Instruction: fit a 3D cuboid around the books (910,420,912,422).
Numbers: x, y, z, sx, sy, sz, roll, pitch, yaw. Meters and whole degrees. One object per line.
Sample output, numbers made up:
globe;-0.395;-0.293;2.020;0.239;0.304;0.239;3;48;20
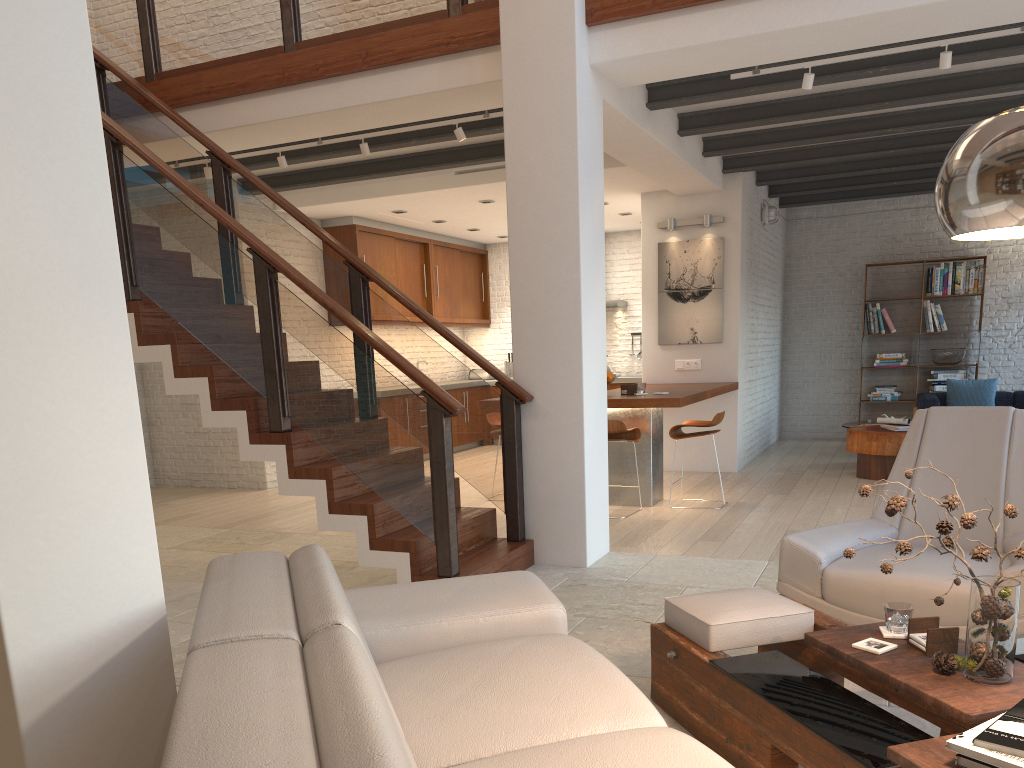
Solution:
books;4.303;0.389;9.204;0.230;0.023;0.159;-3;2;-17

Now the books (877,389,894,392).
books;4.758;0.080;11.102;0.205;0.035;0.129;-1;3;24

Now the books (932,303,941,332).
books;5.206;-0.815;10.694;0.124;0.358;0.265;3;10;24

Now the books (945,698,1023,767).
books;1.186;0.791;1.917;0.397;0.076;0.247;-4;3;-33

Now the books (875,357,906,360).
books;4.774;-0.320;10.989;0.355;0.021;0.266;-1;2;23

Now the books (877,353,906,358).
books;4.779;-0.359;10.976;0.326;0.057;0.249;-1;3;26

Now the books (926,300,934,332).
books;5.129;-0.829;10.704;0.103;0.394;0.237;3;11;24

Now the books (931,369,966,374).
books;5.380;-0.152;10.762;0.379;0.037;0.239;-1;3;24

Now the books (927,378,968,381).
books;5.374;-0.057;10.771;0.444;0.021;0.266;-1;2;24

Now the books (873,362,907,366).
books;4.763;-0.254;10.995;0.379;0.037;0.238;-1;3;19

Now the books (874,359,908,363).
books;4.769;-0.290;10.977;0.379;0.037;0.238;-2;3;18

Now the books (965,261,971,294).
books;5.464;-1.272;10.465;0.036;0.394;0.237;3;11;24

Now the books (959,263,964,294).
books;5.404;-1.257;10.495;0.020;0.369;0.264;3;10;24

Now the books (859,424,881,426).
books;3.756;0.427;8.967;0.317;0.011;0.248;-1;3;37

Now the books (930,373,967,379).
books;5.388;-0.101;10.775;0.379;0.066;0.238;-1;3;18

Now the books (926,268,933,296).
books;5.098;-1.236;10.645;0.055;0.339;0.248;3;10;24

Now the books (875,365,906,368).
books;4.775;-0.225;11.004;0.355;0.021;0.266;-1;2;24

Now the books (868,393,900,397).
books;4.742;0.135;11.108;0.379;0.037;0.239;-1;3;24

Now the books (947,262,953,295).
books;5.288;-1.267;10.532;0.036;0.394;0.237;3;11;24

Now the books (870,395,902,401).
books;4.759;0.182;11.102;0.325;0.057;0.250;-1;3;34

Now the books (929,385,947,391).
books;5.388;0.043;10.788;0.380;0.066;0.238;-2;3;11

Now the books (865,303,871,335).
books;4.495;-0.818;10.994;0.091;0.395;0.237;3;11;24

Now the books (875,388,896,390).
books;4.755;0.053;11.105;0.236;0.019;0.167;-2;2;17

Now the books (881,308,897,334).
books;4.720;-0.791;10.923;0.194;0.328;0.248;2;10;24

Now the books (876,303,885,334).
books;4.625;-0.819;10.932;0.121;0.392;0.237;3;11;24

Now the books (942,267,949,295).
books;5.254;-1.240;10.575;0.055;0.339;0.248;3;10;24

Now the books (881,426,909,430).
books;3.682;0.408;8.219;0.252;0.011;0.311;-3;2;-6

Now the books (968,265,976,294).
books;5.505;-1.245;10.448;0.055;0.339;0.248;3;10;24

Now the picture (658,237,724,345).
picture;1.793;-0.920;8.773;0.653;1.045;0.019;2;13;23

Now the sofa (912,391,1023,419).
sofa;4.989;0.488;8.364;2.076;0.678;3.862;-1;3;24

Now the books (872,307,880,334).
books;4.587;-0.796;10.988;0.102;0.343;0.248;3;10;24

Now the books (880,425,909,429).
books;3.669;0.398;8.203;0.252;0.011;0.311;-3;2;-6

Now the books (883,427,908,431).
books;3.678;0.419;8.206;0.252;0.011;0.311;-2;2;4

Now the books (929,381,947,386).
books;5.356;-0.017;10.775;0.326;0.057;0.249;-1;3;19

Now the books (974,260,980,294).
books;5.550;-1.274;10.427;0.036;0.394;0.237;3;11;24

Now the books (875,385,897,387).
books;4.754;0.028;11.078;0.252;0.017;0.158;-1;3;24

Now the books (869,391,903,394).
books;4.751;0.108;11.086;0.379;0.019;0.238;-2;2;17

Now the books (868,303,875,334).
books;4.532;-0.820;10.986;0.091;0.395;0.237;3;11;24

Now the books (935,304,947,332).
books;5.244;-0.806;10.664;0.158;0.338;0.248;2;10;24

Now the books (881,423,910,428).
books;3.664;0.388;8.194;0.252;0.011;0.311;-2;2;-1

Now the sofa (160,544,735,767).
sofa;-0.130;0.886;2.054;1.139;0.775;2.283;-4;4;-16

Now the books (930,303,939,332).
books;5.182;-0.814;10.694;0.124;0.358;0.265;3;10;24

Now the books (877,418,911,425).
books;3.685;0.371;8.266;0.270;0.112;0.318;-5;4;-33

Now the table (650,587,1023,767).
table;1.580;0.970;2.422;1.963;0.441;2.161;-3;3;-15

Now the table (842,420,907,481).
table;3.821;0.630;8.773;1.073;0.458;1.792;0;4;30

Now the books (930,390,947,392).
books;5.386;0.103;10.820;0.361;0.057;0.276;-1;3;26

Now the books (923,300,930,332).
books;5.104;-0.830;10.740;0.101;0.394;0.237;3;11;24

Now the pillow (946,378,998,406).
pillow;5.243;0.137;9.954;0.554;0.420;0.217;0;10;23

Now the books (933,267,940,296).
books;5.161;-1.237;10.597;0.055;0.339;0.248;3;10;24
